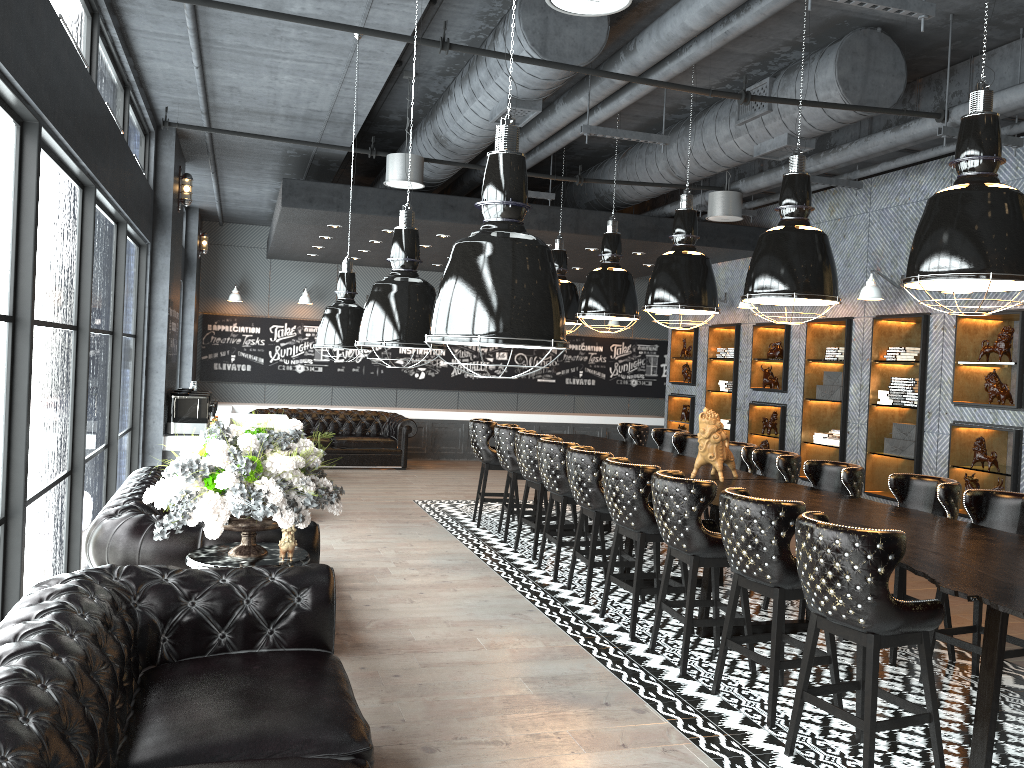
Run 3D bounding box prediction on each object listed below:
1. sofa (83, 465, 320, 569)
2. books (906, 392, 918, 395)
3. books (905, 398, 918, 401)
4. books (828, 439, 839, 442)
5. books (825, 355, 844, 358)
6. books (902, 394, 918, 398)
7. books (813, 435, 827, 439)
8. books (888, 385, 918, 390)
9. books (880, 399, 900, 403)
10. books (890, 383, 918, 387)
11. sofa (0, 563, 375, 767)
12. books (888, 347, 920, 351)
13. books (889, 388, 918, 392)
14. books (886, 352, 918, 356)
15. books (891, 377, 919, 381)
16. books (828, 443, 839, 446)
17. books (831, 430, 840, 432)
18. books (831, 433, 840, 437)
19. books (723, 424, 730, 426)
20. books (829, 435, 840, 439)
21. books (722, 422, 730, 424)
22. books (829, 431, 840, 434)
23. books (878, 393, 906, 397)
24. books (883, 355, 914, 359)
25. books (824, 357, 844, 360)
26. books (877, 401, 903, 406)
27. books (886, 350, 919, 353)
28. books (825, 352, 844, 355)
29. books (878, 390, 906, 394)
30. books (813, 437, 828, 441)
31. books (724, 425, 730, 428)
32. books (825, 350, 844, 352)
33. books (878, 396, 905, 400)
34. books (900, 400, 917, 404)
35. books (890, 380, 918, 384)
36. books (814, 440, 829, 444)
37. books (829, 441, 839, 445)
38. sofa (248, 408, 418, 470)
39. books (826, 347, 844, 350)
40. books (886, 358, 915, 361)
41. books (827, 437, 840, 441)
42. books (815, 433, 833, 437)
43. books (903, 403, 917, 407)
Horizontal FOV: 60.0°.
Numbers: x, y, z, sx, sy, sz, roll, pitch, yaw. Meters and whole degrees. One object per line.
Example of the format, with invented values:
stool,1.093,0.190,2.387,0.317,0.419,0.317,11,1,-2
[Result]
sofa,-1.971,1.053,5.766,1.239,0.838,2.566,2,1,-18
books,4.020,0.099,8.668,0.193,0.028,0.245,2,1,-22
books,4.021,0.155,8.690,0.193,0.028,0.245,2,1,-21
books,3.598,0.623,9.707,0.202,0.022,0.228,2,1,-14
books,3.628,-0.306,9.858,0.193,0.028,0.245,3,1,-6
books,3.998,0.126,8.702,0.193,0.028,0.245,2,1,-27
books,3.560,0.598,10.027,0.243,0.024,0.175,2,1,-18
books,3.910,0.034,8.836,0.245,0.028,0.193,4,2,45
books,3.867,0.171,8.923,0.245,0.028,0.193,2,1,-18
books,3.936,0.007,8.866,0.245,0.028,0.193,4,2,43
sofa,-1.011,1.170,2.638,1.239,0.838,2.566,2,1,-18
books,3.956,-0.355,8.936,0.193,0.028,0.245,2,1,-17
books,3.917,0.063,8.837,0.245,0.028,0.193,4,2,42
books,3.932,-0.299,8.941,0.193,0.028,0.245,2,1,-9
books,3.943,-0.049,8.847,0.193,0.028,0.245,2,2,-42
books,3.592,0.665,9.697,0.167,0.023,0.228,2,1,-17
books,3.630,0.518,9.710,0.185,0.024,0.212,2,1,-23
books,3.633,0.561,9.702,0.244,0.023,0.247,2,2,-32
books,2.925,0.547,11.979,0.166,0.024,0.227,2,2,-31
books,3.604,0.582,9.711,0.197,0.023,0.248,3,1,0
books,2.947,0.524,11.987,0.243,0.024,0.175,2,1,-26
books,3.609,0.539,9.698,0.197,0.020,0.206,2,1,-15
books,3.850,0.113,8.938,0.245,0.028,0.193,3,1,-4
books,3.905,-0.273,8.955,0.193,0.028,0.245,3,1,-6
books,3.634,-0.278,9.869,0.193,0.028,0.245,2,1,-17
books,3.854,0.198,8.962,0.245,0.028,0.193,2,1,-24
books,3.943,-0.327,8.941,0.193,0.028,0.245,2,1,-25
books,3.643,-0.334,9.847,0.193,0.028,0.245,2,1,-26
books,3.865,0.085,8.962,0.245,0.028,0.193,2,1,-10
books,3.543,0.621,9.999,0.227,0.024,0.166,4,2,41
books,2.936,0.577,11.967,0.243,0.034,0.179,4,2,42
books,3.651,-0.363,9.894,0.193,0.028,0.245,2,1,-11
books,3.870,0.142,8.976,0.245,0.028,0.193,2,1,-11
books,3.959,0.181,8.684,0.193,0.028,0.245,3,1,-6
books,3.927,-0.022,8.849,0.245,0.028,0.193,4,2,34
books,3.554,0.651,9.988,0.179,0.034,0.243,2,2,-38
books,3.598,0.645,9.706,0.158,0.021,0.224,3,1,-8
sofa,-2.833,0.831,13.731,2.565,0.838,1.240,2,1,-18
books,3.645,-0.390,9.850,0.193,0.028,0.245,2,1,-14
books,3.912,-0.244,8.929,0.193,0.028,0.245,3,1,-1
books,3.594,0.603,9.703,0.205,0.019,0.264,2,1,-18
books,3.554,0.572,9.986,0.225,0.029,0.179,2,2,-32
books,3.992,0.211,8.674,0.193,0.028,0.245,2,1,-13
